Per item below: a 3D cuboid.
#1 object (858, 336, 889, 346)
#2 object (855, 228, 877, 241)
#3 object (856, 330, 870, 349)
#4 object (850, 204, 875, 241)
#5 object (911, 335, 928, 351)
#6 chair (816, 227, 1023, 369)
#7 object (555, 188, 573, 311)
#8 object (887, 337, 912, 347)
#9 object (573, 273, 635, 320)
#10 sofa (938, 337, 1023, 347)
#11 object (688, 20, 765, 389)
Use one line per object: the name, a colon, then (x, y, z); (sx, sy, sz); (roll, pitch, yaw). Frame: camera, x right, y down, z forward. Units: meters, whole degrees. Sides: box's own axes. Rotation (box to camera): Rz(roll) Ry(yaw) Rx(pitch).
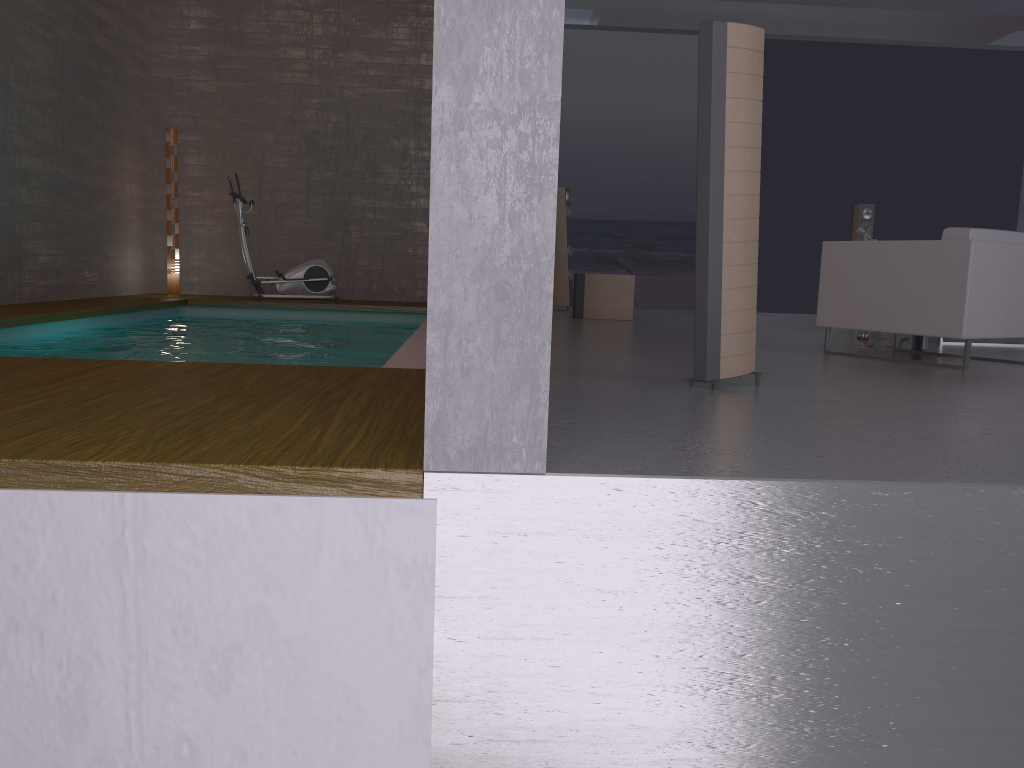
object: (2.654, -0.318, 6.524); (0.079, 0.087, 0.235); (-3, 9, -35)
object: (3.918, -1.156, 9.615); (0.387, 1.051, 0.400); (7, 9, 35)
object: (2.508, -0.370, 6.325); (0.091, 0.233, 0.091); (5, 8, 25)
object: (4.092, -1.419, 10.484); (0.243, 1.363, 0.333); (2, 7, 3)
object: (2.910, -0.455, 6.294); (0.109, 0.435, 0.109); (5, 8, 24)
chair: (2.634, -0.558, 5.578); (0.936, 0.808, 1.026); (-3, 9, -32)
object: (0.549, -1.640, 10.816); (0.444, 1.469, 0.244); (5, 8, 22)
object: (2.850, -0.311, 6.526); (0.079, 0.087, 0.235); (-1, 8, -25)
object: (0.954, -0.913, 9.237); (0.604, 0.459, 0.514); (2, 7, -3)
sofa: (3.864, -0.856, 8.171); (1.026, 0.824, 2.353); (2, 7, -3)
object: (0.878, -0.719, 3.691); (0.244, 1.473, 0.444); (9, 10, 42)
